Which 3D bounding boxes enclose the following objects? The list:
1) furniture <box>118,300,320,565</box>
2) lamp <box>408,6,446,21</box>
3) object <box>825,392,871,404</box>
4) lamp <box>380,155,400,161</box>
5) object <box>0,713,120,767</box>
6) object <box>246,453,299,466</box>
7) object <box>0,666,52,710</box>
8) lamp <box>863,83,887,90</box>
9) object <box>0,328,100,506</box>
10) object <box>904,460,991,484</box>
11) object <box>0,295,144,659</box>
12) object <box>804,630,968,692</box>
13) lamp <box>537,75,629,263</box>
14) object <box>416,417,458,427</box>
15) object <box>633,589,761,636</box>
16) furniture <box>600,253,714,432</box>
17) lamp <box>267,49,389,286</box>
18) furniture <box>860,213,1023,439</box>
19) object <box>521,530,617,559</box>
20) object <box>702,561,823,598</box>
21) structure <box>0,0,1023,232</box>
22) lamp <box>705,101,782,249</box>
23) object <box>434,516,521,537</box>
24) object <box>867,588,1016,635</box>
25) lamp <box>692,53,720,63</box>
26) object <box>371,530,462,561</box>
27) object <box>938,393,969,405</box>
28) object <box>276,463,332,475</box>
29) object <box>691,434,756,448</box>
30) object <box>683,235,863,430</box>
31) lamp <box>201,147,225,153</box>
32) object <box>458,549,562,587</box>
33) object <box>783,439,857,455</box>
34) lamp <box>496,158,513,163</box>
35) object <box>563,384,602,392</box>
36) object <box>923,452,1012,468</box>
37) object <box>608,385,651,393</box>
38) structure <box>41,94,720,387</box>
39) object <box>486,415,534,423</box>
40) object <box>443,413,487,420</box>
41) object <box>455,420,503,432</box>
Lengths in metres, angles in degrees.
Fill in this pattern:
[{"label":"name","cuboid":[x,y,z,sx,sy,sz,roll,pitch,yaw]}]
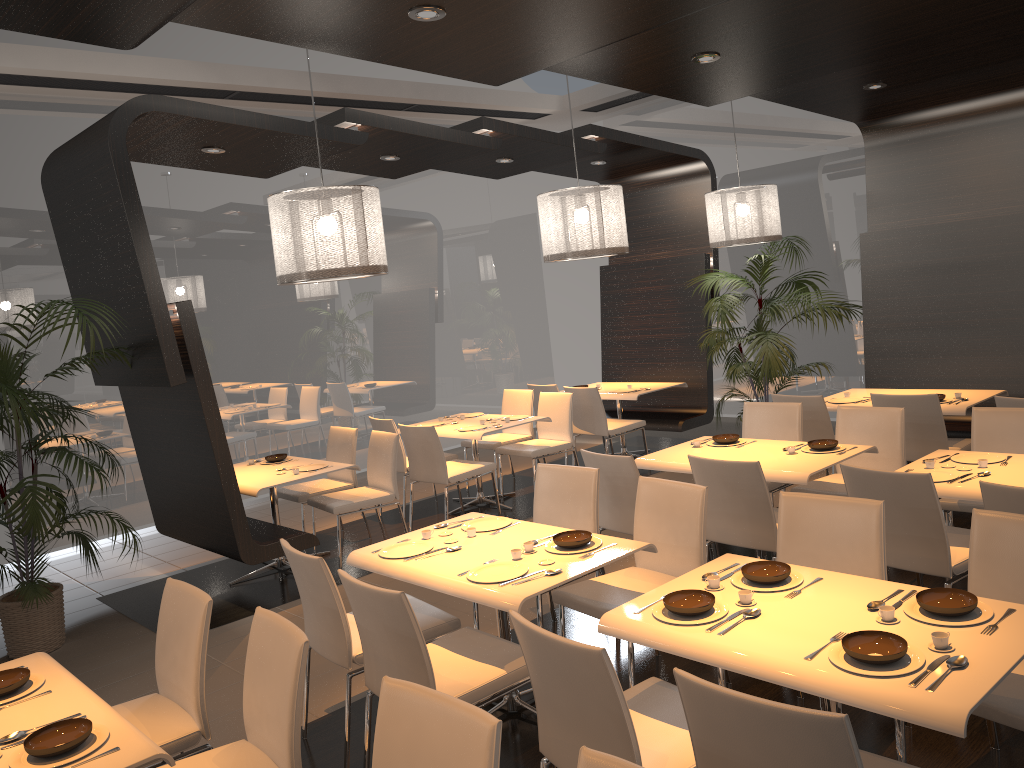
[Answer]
[{"label":"furniture","cuboid":[-2.094,0.277,6.035,0.761,1.671,1.399,-8,4,-42]},{"label":"lamp","cuboid":[-0.361,-1.581,3.740,0.160,0.050,0.161,-1,8,42]},{"label":"object","cuboid":[2.540,0.103,6.575,0.376,0.038,0.337,-1,8,42]},{"label":"lamp","cuboid":[-0.993,-1.850,7.185,0.161,0.055,0.162,-1,8,42]},{"label":"object","cuboid":[-1.258,0.966,2.379,0.305,0.044,0.364,-12,8,-43]},{"label":"object","cuboid":[-1.822,0.569,6.689,0.305,0.044,0.364,-12,8,-43]},{"label":"object","cuboid":[-1.663,0.965,2.810,0.305,0.044,0.364,-12,8,-43]},{"label":"lamp","cuboid":[2.668,-2.201,6.498,0.162,0.050,0.161,-10,7,-36]},{"label":"object","cuboid":[-3.765,0.590,5.823,1.559,2.055,1.512,-6,3,10]},{"label":"object","cuboid":[2.038,0.414,4.175,0.376,0.038,0.337,-1,8,42]},{"label":"object","cuboid":[-2.879,0.562,5.166,1.500,2.055,1.571,-4,4,42]},{"label":"object","cuboid":[1.018,0.714,2.385,0.305,0.044,0.364,-12,8,-43]},{"label":"lamp","cuboid":[0.441,-1.879,6.461,0.628,1.926,0.627,-7,2,-14]},{"label":"object","cuboid":[-0.645,0.333,7.712,0.376,0.038,0.337,-1,8,42]},{"label":"object","cuboid":[0.612,0.709,2.853,0.305,0.044,0.364,-12,8,-43]},{"label":"furniture","cuboid":[1.329,-0.433,9.153,0.761,1.671,1.399,-8,4,-42]},{"label":"lamp","cuboid":[-1.127,-1.554,5.034,0.628,1.926,0.627,-7,2,-14]},{"label":"furniture","cuboid":[3.863,-0.421,6.410,0.761,1.670,2.896,-8,5,-42]},{"label":"object","cuboid":[0.216,0.662,3.703,0.305,0.044,0.364,-12,8,-43]},{"label":"object","cuboid":[0.839,0.663,3.052,0.305,0.044,0.364,-12,8,-43]},{"label":"structure","cuboid":[0.272,-0.897,3.227,10.730,1.731,2.896,-12,7,-42]},{"label":"lamp","cuboid":[1.983,-2.199,7.867,0.627,1.926,0.627,-7,2,-10]},{"label":"object","cuboid":[-0.187,0.660,4.177,0.376,0.038,0.337,-2,8,37]},{"label":"object","cuboid":[1.256,0.662,2.631,0.305,0.044,0.364,-12,8,-43]},{"label":"lamp","cuboid":[1.114,-1.888,5.083,0.162,0.050,0.161,-10,7,-36]},{"label":"object","cuboid":[-0.404,0.712,3.909,0.376,0.038,0.337,-1,8,42]},{"label":"object","cuboid":[2.965,0.098,6.149,0.305,0.044,0.364,-12,8,-43]},{"label":"object","cuboid":[-1.483,0.585,6.222,0.376,0.038,0.337,-2,8,37]},{"label":"object","cuboid":[1.293,0.352,5.500,0.305,0.044,0.364,-12,8,-43]},{"label":"object","cuboid":[2.366,-0.339,8.183,1.511,2.055,1.560,-8,4,-29]},{"label":"lamp","cuboid":[-2.091,-1.650,6.186,0.161,0.054,0.160,-10,7,-36]},{"label":"object","cuboid":[0.007,0.715,3.454,0.376,0.038,0.337,-1,8,42]},{"label":"object","cuboid":[1.727,0.355,5.019,0.305,0.044,0.364,-12,8,-43]},{"label":"lamp","cuboid":[-0.069,-2.042,8.026,0.161,0.055,0.162,-1,8,42]},{"label":"object","cuboid":[0.737,0.039,9.007,0.305,0.044,0.364,-12,8,-43]},{"label":"object","cuboid":[2.256,0.366,4.398,0.376,0.038,0.337,-2,8,37]},{"label":"object","cuboid":[1.146,0.047,8.545,0.376,0.038,0.337,-1,8,42]},{"label":"structure","cuboid":[-0.522,-1.266,7.554,5.971,1.722,1.399,-11,6,-42]},{"label":"object","cuboid":[-0.041,0.285,7.538,0.376,0.038,0.337,-2,8,37]},{"label":"object","cuboid":[-0.442,0.280,8.005,0.376,0.038,0.337,-2,8,37]},{"label":"object","cuboid":[-0.260,0.341,7.241,0.376,0.038,0.337,-1,8,42]}]
